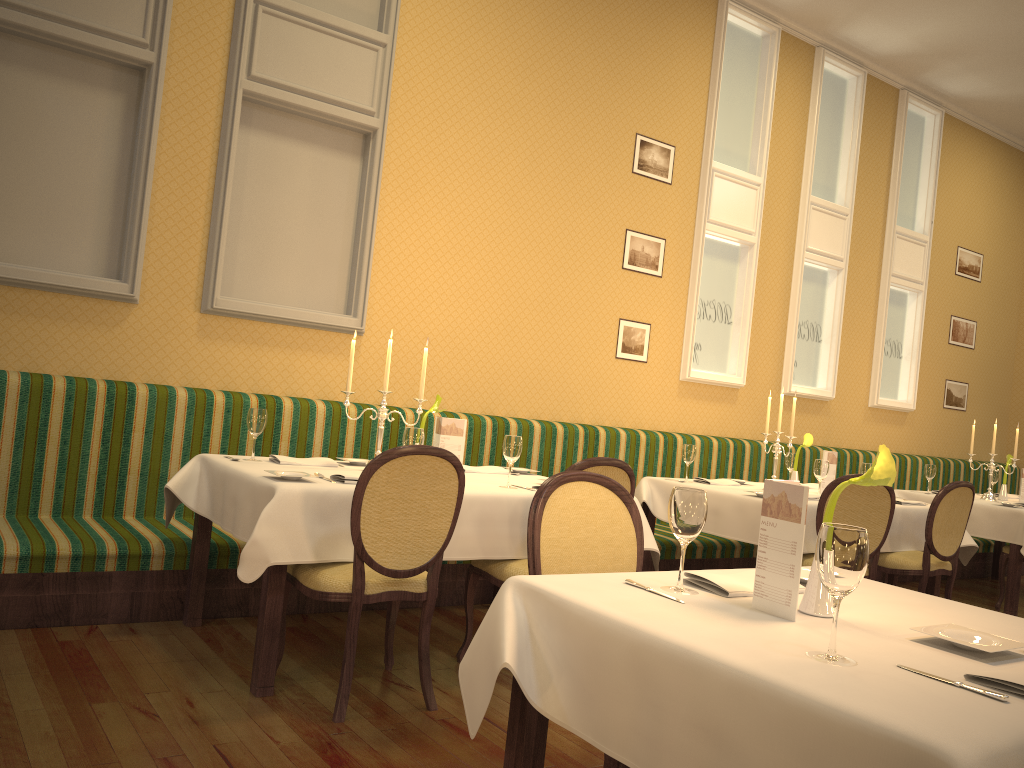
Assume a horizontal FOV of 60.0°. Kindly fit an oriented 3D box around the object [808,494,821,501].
[{"bbox_3d":[1.643,0.639,5.040,0.273,0.033,0.142,7,-1,-35],"label":"object"}]

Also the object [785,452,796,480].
[{"bbox_3d":[1.882,0.581,5.991,0.088,0.229,0.088,6,-1,7],"label":"object"}]

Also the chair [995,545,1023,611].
[{"bbox_3d":[3.893,1.198,6.351,0.530,0.955,0.571,7,-1,-35],"label":"chair"}]

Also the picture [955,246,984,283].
[{"bbox_3d":[4.706,-1.229,9.120,0.504,0.294,0.008,7,-1,-35],"label":"picture"}]

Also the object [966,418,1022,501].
[{"bbox_3d":[3.770,0.589,6.958,0.131,0.655,0.390,7,-1,-29],"label":"object"}]

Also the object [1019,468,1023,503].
[{"bbox_3d":[4.123,0.818,7.121,0.081,0.277,0.166,6,-1,-18],"label":"object"}]

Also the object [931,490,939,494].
[{"bbox_3d":[3.478,0.871,7.052,0.273,0.033,0.142,7,-1,-35],"label":"object"}]

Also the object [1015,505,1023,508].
[{"bbox_3d":[3.681,0.890,6.529,0.038,0.015,0.181,7,-1,-33],"label":"object"}]

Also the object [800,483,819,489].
[{"bbox_3d":[2.045,0.701,6.097,0.273,0.033,0.142,7,-1,-35],"label":"object"}]

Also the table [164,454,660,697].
[{"bbox_3d":[-0.394,0.795,4.001,2.152,0.759,1.385,7,-1,-35],"label":"table"}]

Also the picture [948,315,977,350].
[{"bbox_3d":[4.631,-0.528,9.107,0.504,0.294,0.008,7,-1,-35],"label":"picture"}]

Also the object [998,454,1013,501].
[{"bbox_3d":[4.001,0.755,7.178,0.076,0.375,0.163,5,-1,42],"label":"object"}]

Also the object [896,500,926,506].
[{"bbox_3d":[2.447,0.738,5.539,0.273,0.024,0.142,7,-1,-35],"label":"object"}]

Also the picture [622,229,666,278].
[{"bbox_3d":[0.980,-0.964,6.557,0.401,0.294,0.008,7,-1,-35],"label":"picture"}]

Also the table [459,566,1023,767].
[{"bbox_3d":[0.703,0.872,1.822,1.395,0.759,1.389,7,-1,-33],"label":"table"}]

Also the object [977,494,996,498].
[{"bbox_3d":[4.009,0.944,7.473,0.017,0.010,0.185,7,-1,-33],"label":"object"}]

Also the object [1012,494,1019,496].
[{"bbox_3d":[4.450,0.991,7.814,0.160,0.024,0.160,7,-1,-35],"label":"object"}]

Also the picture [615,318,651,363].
[{"bbox_3d":[0.896,-0.318,6.535,0.313,0.294,0.008,7,-1,-35],"label":"picture"}]

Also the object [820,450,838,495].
[{"bbox_3d":[2.011,0.566,5.630,0.081,0.277,0.166,6,-1,17],"label":"object"}]

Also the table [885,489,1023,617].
[{"bbox_3d":[4.015,1.320,7.080,2.152,0.759,1.385,7,-1,-35],"label":"table"}]

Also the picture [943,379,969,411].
[{"bbox_3d":[4.551,0.118,9.088,0.437,0.294,0.008,7,-1,-35],"label":"picture"}]

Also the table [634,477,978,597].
[{"bbox_3d":[1.812,1.058,5.542,2.152,0.759,1.385,7,-1,-35],"label":"table"}]

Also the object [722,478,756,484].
[{"bbox_3d":[1.472,0.637,5.757,0.160,0.024,0.160,7,-1,-35],"label":"object"}]

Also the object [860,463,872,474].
[{"bbox_3d":[2.179,0.603,5.448,0.088,0.229,0.088,6,-1,13],"label":"object"}]

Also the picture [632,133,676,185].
[{"bbox_3d":[1.054,-1.664,6.570,0.401,0.294,0.008,7,-1,-35],"label":"picture"}]

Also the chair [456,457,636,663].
[{"bbox_3d":[0.167,0.754,3.747,0.530,0.955,0.571,7,-1,-35],"label":"chair"}]

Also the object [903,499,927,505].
[{"bbox_3d":[2.594,0.759,5.707,0.038,0.015,0.181,7,-1,-33],"label":"object"}]

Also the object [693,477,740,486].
[{"bbox_3d":[1.275,0.609,5.514,0.273,0.033,0.142,7,-1,-35],"label":"object"}]

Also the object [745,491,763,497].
[{"bbox_3d":[1.379,0.611,4.862,0.160,0.024,0.160,7,-1,-35],"label":"object"}]

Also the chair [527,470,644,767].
[{"bbox_3d":[0.318,0.746,2.405,0.530,0.955,0.571,7,-1,-35],"label":"chair"}]

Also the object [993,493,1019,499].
[{"bbox_3d":[4.248,0.964,7.635,0.273,0.033,0.142,7,-1,-35],"label":"object"}]

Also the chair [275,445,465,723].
[{"bbox_3d":[-0.516,0.673,3.272,0.530,0.955,0.571,7,-1,-35],"label":"chair"}]

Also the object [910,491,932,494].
[{"bbox_3d":[3.195,0.846,6.927,0.038,0.015,0.181,7,-1,-33],"label":"object"}]

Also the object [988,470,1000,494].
[{"bbox_3d":[4.085,0.843,7.530,0.088,0.229,0.088,6,-1,13],"label":"object"}]

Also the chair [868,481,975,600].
[{"bbox_3d":[2.380,1.018,5.292,0.530,0.955,0.571,7,-1,-35],"label":"chair"}]

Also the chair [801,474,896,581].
[{"bbox_3d":[1.718,0.939,4.824,0.530,0.955,0.571,6,-1,-10],"label":"chair"}]

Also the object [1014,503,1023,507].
[{"bbox_3d":[3.846,0.902,6.579,0.273,0.033,0.142,7,-1,-35],"label":"object"}]

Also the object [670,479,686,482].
[{"bbox_3d":[0.993,0.583,5.388,0.038,0.015,0.181,7,-1,-33],"label":"object"}]

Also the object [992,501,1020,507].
[{"bbox_3d":[3.582,0.873,6.400,0.160,0.024,0.160,7,-1,-35],"label":"object"}]

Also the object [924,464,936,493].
[{"bbox_3d":[3.282,0.748,6.975,0.088,0.229,0.088,6,-1,13],"label":"object"}]
